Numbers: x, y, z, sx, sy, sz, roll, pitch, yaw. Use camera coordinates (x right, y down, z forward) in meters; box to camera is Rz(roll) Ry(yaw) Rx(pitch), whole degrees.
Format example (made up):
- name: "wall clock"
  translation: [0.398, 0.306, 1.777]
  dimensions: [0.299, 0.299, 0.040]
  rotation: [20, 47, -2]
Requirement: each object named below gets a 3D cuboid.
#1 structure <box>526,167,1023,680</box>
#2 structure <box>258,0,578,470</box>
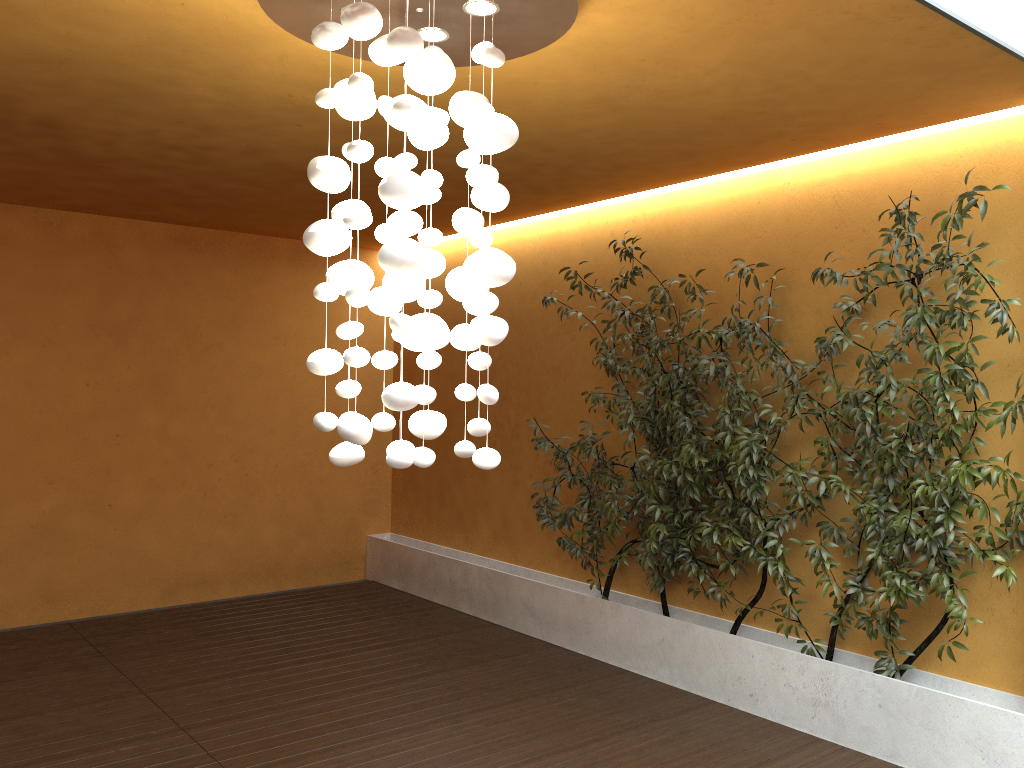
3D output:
- name: "structure"
  translation: [1.197, 0.267, 4.851]
  dimensions: [0.622, 2.483, 3.166]
  rotation: [1, -1, -39]
- name: "structure"
  translation: [-0.302, -0.490, 2.805]
  dimensions: [1.002, 1.529, 1.002]
  rotation: [1, 0, 10]
